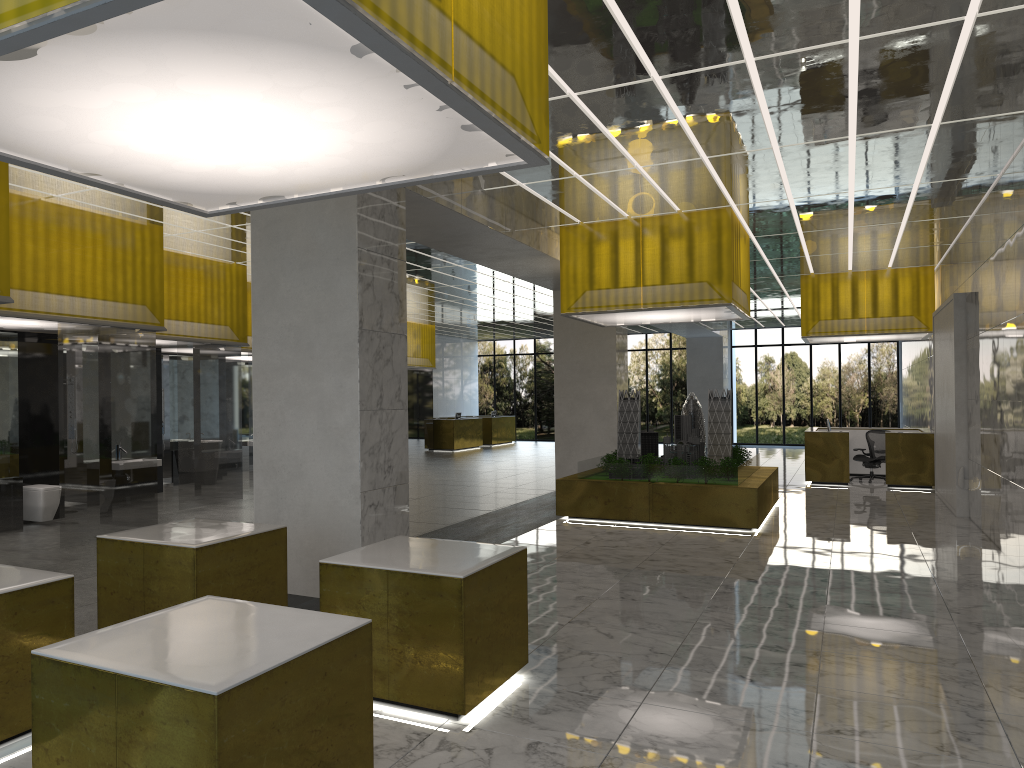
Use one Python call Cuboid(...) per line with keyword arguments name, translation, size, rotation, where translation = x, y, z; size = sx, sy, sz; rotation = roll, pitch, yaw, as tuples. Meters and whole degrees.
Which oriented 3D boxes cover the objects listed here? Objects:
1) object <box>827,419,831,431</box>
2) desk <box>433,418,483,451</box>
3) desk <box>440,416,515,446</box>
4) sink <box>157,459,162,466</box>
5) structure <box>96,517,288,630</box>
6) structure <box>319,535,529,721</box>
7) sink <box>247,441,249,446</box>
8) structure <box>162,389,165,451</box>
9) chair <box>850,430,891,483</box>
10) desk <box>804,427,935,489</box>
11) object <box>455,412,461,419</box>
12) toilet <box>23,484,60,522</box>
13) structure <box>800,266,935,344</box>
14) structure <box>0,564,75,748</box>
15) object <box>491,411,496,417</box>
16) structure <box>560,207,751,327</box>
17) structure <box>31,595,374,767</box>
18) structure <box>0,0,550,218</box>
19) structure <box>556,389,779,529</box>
Cuboid(name="object", translation=(9.471, 1.368, 25.134), size=(0.575, 0.667, 0.718), rotation=(-1, -1, 24))
Cuboid(name="desk", translation=(-3.580, 2.471, 42.403), size=(3.362, 1.508, 3.337), rotation=(-1, -1, 25))
Cuboid(name="desk", translation=(-1.902, 2.527, 46.666), size=(3.362, 1.508, 3.337), rotation=(-1, -1, 25))
Cuboid(name="sink", translation=(-9.295, 1.866, 20.685), size=(0.913, 1.053, 1.330), rotation=(-1, -1, 24))
Cuboid(name="structure", translation=(-3.284, 2.106, 8.857), size=(1.427, 1.173, 1.383), rotation=(-1, -1, 25))
Cuboid(name="structure", translation=(-0.733, 2.062, 7.450), size=(1.427, 1.173, 1.383), rotation=(-1, -1, 25))
Cuboid(name="sink", translation=(-8.772, 2.017, 30.304), size=(0.913, 1.053, 1.330), rotation=(-1, -1, 24))
Cuboid(name="structure", translation=(-10.282, 1.057, 24.780), size=(0.232, 1.853, 0.439), rotation=(-1, 0, 15))
Cuboid(name="chair", translation=(10.362, 2.064, 24.466), size=(0.970, 1.493, 1.192), rotation=(0, -1, -41))
Cuboid(name="desk", translation=(10.294, 2.073, 24.660), size=(3.362, 1.508, 3.337), rotation=(-1, -1, 25))
Cuboid(name="object", translation=(-2.775, 1.738, 41.933), size=(0.575, 0.667, 0.718), rotation=(-1, -1, 24))
Cuboid(name="toilet", translation=(-9.571, 2.415, 17.289), size=(0.879, 0.694, 0.488), rotation=(-1, -1, 27))
Cuboid(name="structure", translation=(10.204, -2.439, 24.709), size=(3.402, 2.269, 2.986), rotation=(-1, -1, 26))
Cuboid(name="structure", translation=(-4.276, 2.073, 6.339), size=(1.427, 1.173, 1.383), rotation=(-1, -1, 25))
Cuboid(name="object", translation=(-1.082, 1.794, 46.234), size=(0.575, 0.667, 0.719), rotation=(-1, -1, 24))
Cuboid(name="structure", translation=(3.016, -2.497, 17.590), size=(3.402, 2.269, 3.108), rotation=(-1, -1, 26))
Cuboid(name="structure", translation=(-1.726, 2.030, 4.927), size=(1.427, 1.173, 1.383), rotation=(-1, -1, 25))
Cuboid(name="structure", translation=(-1.814, -2.657, 5.326), size=(3.401, 2.269, 3.107), rotation=(-1, -1, 26))
Cuboid(name="structure", translation=(3.559, 1.401, 18.689), size=(4.043, 2.571, 4.934), rotation=(-1, -1, 24))
